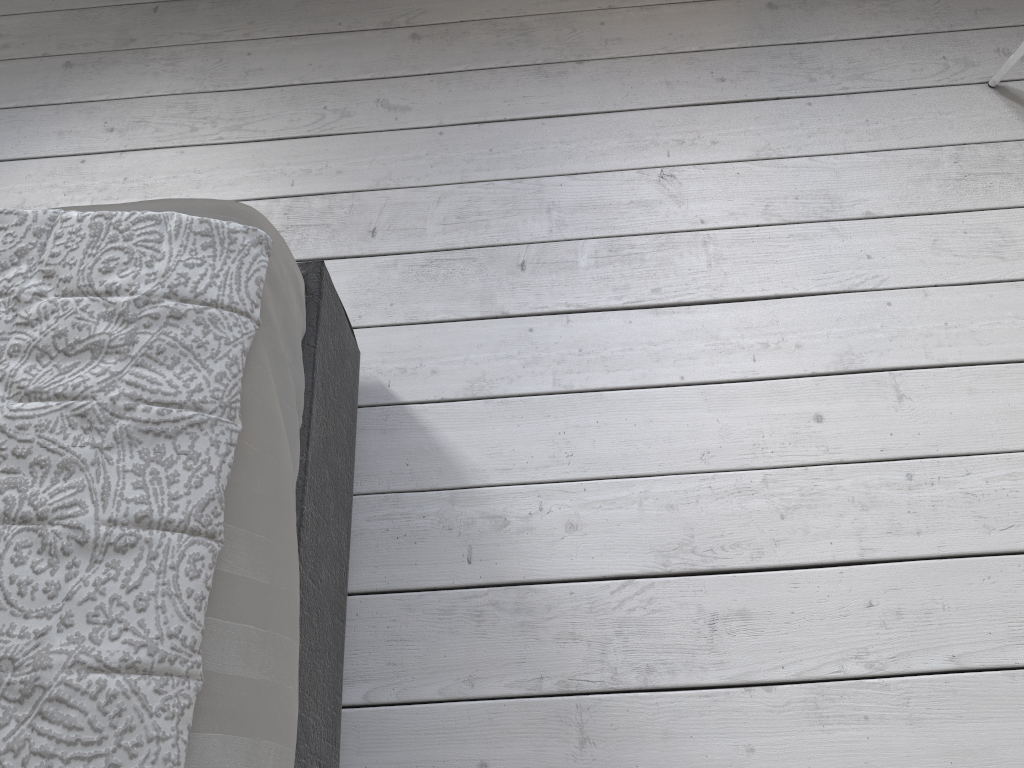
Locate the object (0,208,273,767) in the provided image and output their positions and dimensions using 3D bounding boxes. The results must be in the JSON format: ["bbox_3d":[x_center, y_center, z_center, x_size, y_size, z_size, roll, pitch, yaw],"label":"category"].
[{"bbox_3d":[-0.484,0.407,0.765,0.405,0.104,1.462,-4,60,2],"label":"object"}]

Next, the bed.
[{"bbox_3d":[-1.327,0.446,0.780,2.176,1.166,1.891,-4,60,2],"label":"bed"}]

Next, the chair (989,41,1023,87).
[{"bbox_3d":[1.235,-0.638,1.583,0.409,0.526,0.408,-8,60,0],"label":"chair"}]
